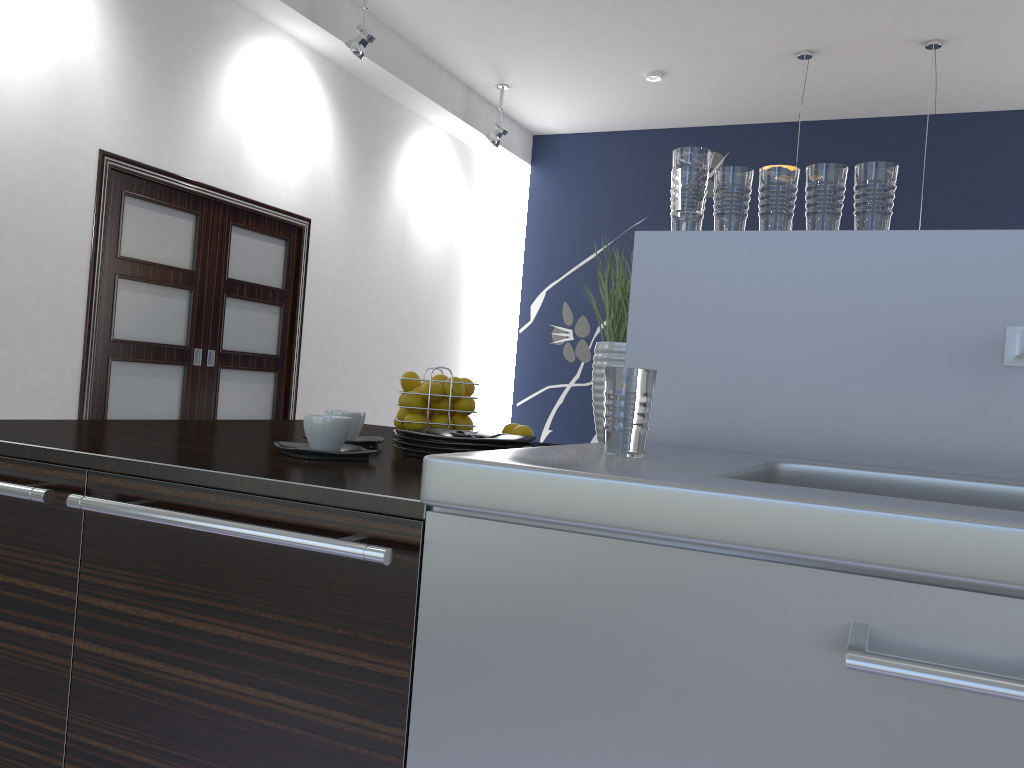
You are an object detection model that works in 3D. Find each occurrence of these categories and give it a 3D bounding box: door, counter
[{"bbox_3d":[-1.943,-0.166,5.432,0.220,2.061,1.764,4,0,25],"label":"door"},{"bbox_3d":[0.648,0.398,1.347,3.291,1.300,1.302,4,0,25],"label":"counter"}]

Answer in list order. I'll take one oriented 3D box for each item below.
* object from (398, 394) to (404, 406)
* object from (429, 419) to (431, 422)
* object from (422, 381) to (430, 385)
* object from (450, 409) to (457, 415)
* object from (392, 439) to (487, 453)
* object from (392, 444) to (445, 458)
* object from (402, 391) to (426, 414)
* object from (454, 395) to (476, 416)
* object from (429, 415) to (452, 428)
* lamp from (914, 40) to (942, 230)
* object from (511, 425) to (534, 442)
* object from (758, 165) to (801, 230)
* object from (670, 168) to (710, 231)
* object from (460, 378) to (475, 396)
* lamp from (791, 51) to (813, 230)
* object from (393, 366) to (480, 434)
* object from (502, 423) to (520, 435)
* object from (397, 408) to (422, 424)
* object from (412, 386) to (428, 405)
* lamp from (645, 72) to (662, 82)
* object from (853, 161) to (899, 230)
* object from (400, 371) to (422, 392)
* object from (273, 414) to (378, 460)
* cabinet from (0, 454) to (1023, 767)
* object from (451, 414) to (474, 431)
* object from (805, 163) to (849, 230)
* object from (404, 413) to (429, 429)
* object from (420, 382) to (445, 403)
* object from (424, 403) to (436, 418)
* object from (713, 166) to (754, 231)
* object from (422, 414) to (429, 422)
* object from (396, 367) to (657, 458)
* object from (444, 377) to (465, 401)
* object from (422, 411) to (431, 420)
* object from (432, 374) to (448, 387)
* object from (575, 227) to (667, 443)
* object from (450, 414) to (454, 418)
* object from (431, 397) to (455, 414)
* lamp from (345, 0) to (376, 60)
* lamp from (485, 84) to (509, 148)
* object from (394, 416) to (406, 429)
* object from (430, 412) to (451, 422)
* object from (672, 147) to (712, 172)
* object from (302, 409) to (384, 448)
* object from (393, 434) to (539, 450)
[{"bbox_3d":[-0.258,0.047,2.250,0.061,0.054,0.053,5,0,-19],"label":"object"},{"bbox_3d":[-0.185,0.103,2.287,0.051,0.053,0.063,4,0,33],"label":"object"},{"bbox_3d":[-0.210,0.015,2.279,0.051,0.053,0.063,4,0,38],"label":"object"},{"bbox_3d":[-0.134,0.054,2.227,0.062,0.053,0.052,4,0,-3],"label":"object"},{"bbox_3d":[-0.083,0.120,1.632,0.232,0.020,0.232,4,0,33],"label":"object"},{"bbox_3d":[-0.084,0.129,1.632,0.232,0.020,0.232,4,0,33],"label":"object"},{"bbox_3d":[-0.237,0.045,2.143,0.060,0.055,0.053,5,0,-22],"label":"object"},{"bbox_3d":[-0.115,0.053,2.168,0.053,0.051,0.063,4,0,-7],"label":"object"},{"bbox_3d":[-0.173,0.102,2.158,0.053,0.053,0.061,5,0,-23],"label":"object"},{"bbox_3d":[2.730,-1.286,5.897,0.359,1.974,0.358,4,0,30],"label":"lamp"},{"bbox_3d":[0.024,0.123,2.102,0.053,0.051,0.063,4,0,-7],"label":"object"},{"bbox_3d":[0.477,-0.326,1.595,0.071,0.119,0.072,5,0,-25],"label":"object"},{"bbox_3d":[0.330,-0.337,1.662,0.071,0.119,0.072,5,0,-25],"label":"object"},{"bbox_3d":[-0.120,0.010,2.210,0.053,0.051,0.063,5,0,-18],"label":"object"},{"bbox_3d":[1.999,-1.507,6.237,0.358,1.645,0.359,4,0,35],"label":"lamp"},{"bbox_3d":[-0.192,0.044,2.220,0.189,0.174,0.207,5,0,-10],"label":"object"},{"bbox_3d":[0.007,0.122,2.163,0.063,0.051,0.053,4,0,28],"label":"object"},{"bbox_3d":[-0.252,0.075,2.186,0.062,0.053,0.052,5,0,-28],"label":"object"},{"bbox_3d":[-0.224,0.030,2.209,0.055,0.051,0.061,4,0,19],"label":"object"},{"bbox_3d":[1.097,-2.382,6.877,0.132,0.035,0.132,4,0,25],"label":"lamp"},{"bbox_3d":[0.623,-0.315,1.527,0.072,0.119,0.071,5,0,-15],"label":"object"},{"bbox_3d":[-0.254,-0.002,2.230,0.050,0.060,0.059,4,0,24],"label":"object"},{"bbox_3d":[-0.306,0.087,1.461,0.153,0.069,0.153,5,0,-32],"label":"object"},{"bbox_3d":[0.637,0.622,1.355,3.285,0.852,1.377,4,0,25],"label":"cabinet"},{"bbox_3d":[-0.123,0.100,2.188,0.060,0.057,0.052,4,0,26],"label":"object"},{"bbox_3d":[0.550,-0.320,1.561,0.071,0.119,0.072,5,0,-25],"label":"object"},{"bbox_3d":[-0.231,0.097,2.141,0.061,0.053,0.053,5,0,-20],"label":"object"},{"bbox_3d":[-0.193,0.020,2.150,0.063,0.051,0.053,5,0,-20],"label":"object"},{"bbox_3d":[-0.197,0.063,2.257,0.051,0.053,0.062,4,0,33],"label":"object"},{"bbox_3d":[0.404,-0.331,1.628,0.071,0.119,0.072,5,0,-25],"label":"object"},{"bbox_3d":[-0.238,0.100,2.225,0.061,0.055,0.050,5,0,-20],"label":"object"},{"bbox_3d":[0.045,0.045,1.489,0.269,0.147,0.646,5,0,-40],"label":"object"},{"bbox_3d":[-0.140,0.012,2.160,0.052,0.060,0.057,4,0,13],"label":"object"},{"bbox_3d":[-0.212,0.065,2.285,0.061,0.055,0.051,4,0,4],"label":"object"},{"bbox_3d":[-0.179,0.002,2.216,0.051,0.053,0.063,4,0,26],"label":"object"},{"bbox_3d":[0.246,-0.087,1.883,0.269,0.502,0.247,5,0,-22],"label":"object"},{"bbox_3d":[-0.145,0.104,2.245,0.074,0.063,0.064,5,0,-45],"label":"object"},{"bbox_3d":[-0.170,0.047,2.185,0.064,0.053,0.051,4,0,27],"label":"object"},{"bbox_3d":[-0.951,-2.309,5.610,0.185,0.511,0.150,4,0,25],"label":"lamp"},{"bbox_3d":[-0.120,-2.235,7.428,0.185,0.511,0.150,4,0,25],"label":"lamp"},{"bbox_3d":[-0.271,0.096,2.274,0.062,0.052,0.053,5,0,-26],"label":"object"},{"bbox_3d":[-0.178,0.096,2.217,0.057,0.060,0.052,4,0,30],"label":"object"},{"bbox_3d":[0.333,-0.376,1.662,0.071,0.119,0.072,5,0,-25],"label":"object"},{"bbox_3d":[-0.327,0.087,1.733,0.153,0.069,0.153,4,0,-2],"label":"object"},{"bbox_3d":[-0.082,0.110,1.632,0.232,0.020,0.232,4,0,28],"label":"object"}]
